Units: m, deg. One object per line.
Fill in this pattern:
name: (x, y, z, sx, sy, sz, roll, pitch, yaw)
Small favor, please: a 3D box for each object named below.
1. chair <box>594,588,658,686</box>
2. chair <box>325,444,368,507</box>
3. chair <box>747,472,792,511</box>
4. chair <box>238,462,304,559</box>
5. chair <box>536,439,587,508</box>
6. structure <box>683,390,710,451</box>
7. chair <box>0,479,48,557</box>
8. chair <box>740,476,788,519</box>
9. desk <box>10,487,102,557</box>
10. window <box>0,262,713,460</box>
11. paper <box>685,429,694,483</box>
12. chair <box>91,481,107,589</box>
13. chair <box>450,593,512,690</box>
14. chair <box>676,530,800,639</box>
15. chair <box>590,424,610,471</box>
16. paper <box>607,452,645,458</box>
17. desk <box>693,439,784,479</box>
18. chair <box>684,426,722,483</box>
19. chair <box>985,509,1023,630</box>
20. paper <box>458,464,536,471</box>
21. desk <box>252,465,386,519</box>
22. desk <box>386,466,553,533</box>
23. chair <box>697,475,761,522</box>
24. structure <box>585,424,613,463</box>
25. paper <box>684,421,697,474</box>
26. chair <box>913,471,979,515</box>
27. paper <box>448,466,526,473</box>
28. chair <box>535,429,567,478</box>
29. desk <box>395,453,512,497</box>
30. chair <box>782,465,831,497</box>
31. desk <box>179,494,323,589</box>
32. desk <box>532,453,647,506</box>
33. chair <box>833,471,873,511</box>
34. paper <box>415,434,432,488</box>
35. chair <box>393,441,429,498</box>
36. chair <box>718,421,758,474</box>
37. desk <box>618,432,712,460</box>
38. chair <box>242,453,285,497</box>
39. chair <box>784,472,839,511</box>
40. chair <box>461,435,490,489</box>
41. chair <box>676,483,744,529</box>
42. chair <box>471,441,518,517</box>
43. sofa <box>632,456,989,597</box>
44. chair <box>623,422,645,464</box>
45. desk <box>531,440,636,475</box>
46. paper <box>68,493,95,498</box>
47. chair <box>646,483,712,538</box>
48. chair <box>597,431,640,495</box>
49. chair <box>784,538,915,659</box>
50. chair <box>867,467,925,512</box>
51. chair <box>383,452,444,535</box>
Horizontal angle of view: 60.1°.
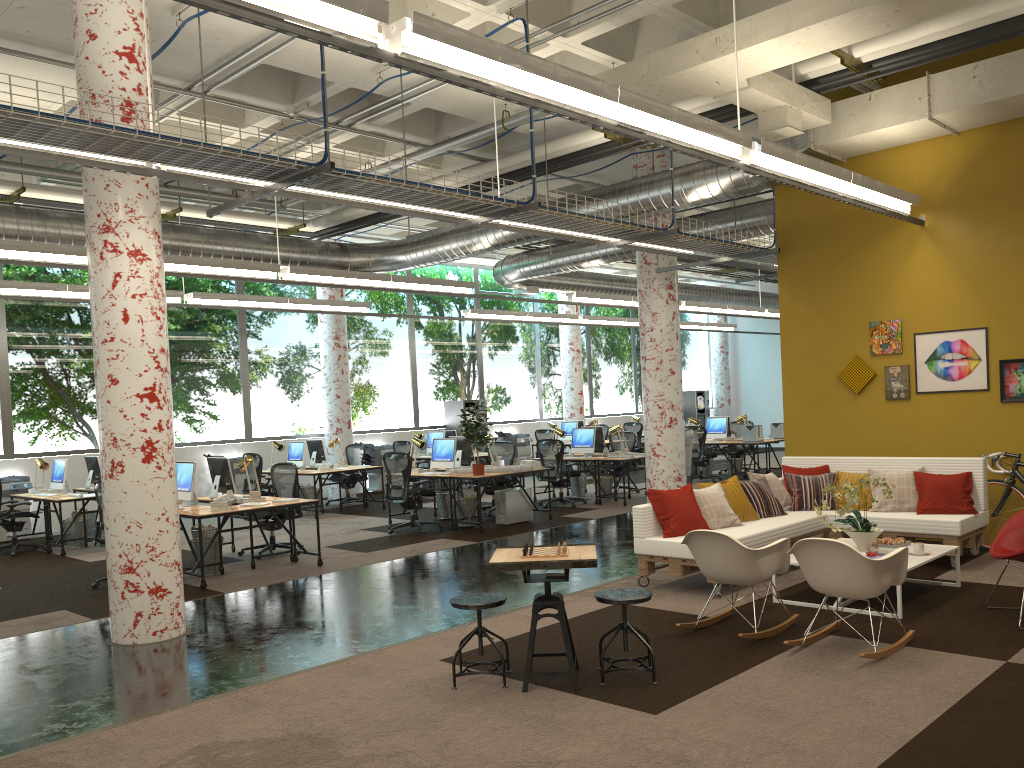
chair: (0.674, 1.492, 5.267, 0.346, 0.498, 0.337, -3, 1, 4)
chair: (-2.958, 1.637, 16.027, 0.771, 1.087, 0.791, -2, 1, 28)
chair: (2.630, 1.089, 8.950, 0.544, 0.438, 0.335, -3, 0, -41)
chair: (-2.877, 1.504, 10.661, 0.771, 1.087, 0.791, -2, 1, 28)
chair: (0.744, 1.411, 14.254, 0.771, 1.087, 0.791, -2, 1, 28)
structure: (5.503, 1.108, 26.601, 0.638, 1.813, 0.749, -2, 2, 44)
chair: (-6.725, 1.724, 11.890, 0.771, 1.087, 0.791, -2, 1, 28)
chair: (2.394, 1.123, 8.607, 0.522, 0.408, 0.341, -3, 0, -30)
desk: (-5.955, 1.877, 12.428, 1.943, 0.725, 1.399, -4, -1, 44)
window: (-2.875, -0.850, 18.529, 0.050, 3.767, 26.160, -1, 0, 44)
paper: (2.691, 1.254, 14.209, 0.441, 1.200, 0.411, -2, 1, 22)
chair: (-4.009, 1.526, 9.232, 0.771, 1.087, 0.791, -2, 1, 28)
chair: (-0.191, 1.537, 5.332, 0.346, 0.498, 0.337, -3, 1, 4)
chair: (1.567, 1.345, 6.176, 0.615, 0.754, 0.792, -2, 0, 44)
chair: (1.992, 1.514, 21.115, 0.771, 1.087, 0.791, -2, 1, 28)
paper: (1.894, 1.145, 14.222, 0.568, 0.061, 0.625, -4, -2, 42)
desk: (4.355, 1.489, 17.571, 1.943, 0.725, 1.399, -4, -1, 44)
chair: (3.586, 1.337, 17.033, 0.771, 1.087, 0.791, -2, 1, 28)
chair: (3.639, 1.206, 6.083, 0.637, 0.813, 0.833, -3, 0, 18)
paper: (-0.239, 1.159, 12.114, 1.134, 0.082, 0.083, -3, 0, 9)
desk: (-3.320, 1.811, 15.136, 1.943, 0.725, 1.399, -4, -1, 44)
desk: (-0.621, 1.592, 12.502, 1.943, 0.725, 1.399, -4, -1, 44)
chair: (2.042, 1.101, 8.333, 0.545, 0.439, 0.316, -3, 0, -33)
structure: (2.358, 1.563, 23.362, 0.503, 1.059, 1.056, -2, 1, 44)
paper: (3.713, 1.312, 18.750, 0.441, 1.200, 0.411, -2, 1, 22)
chair: (4.015, 1.017, 8.213, 0.519, 0.395, 0.334, -3, 0, 22)
paper: (-0.356, 1.162, 11.994, 1.135, 0.082, 0.083, -3, 0, 19)
chair: (0.861, 1.536, 19.687, 0.771, 1.087, 0.791, -2, 1, 28)
desk: (-1.145, 1.757, 17.372, 1.943, 0.725, 1.399, -4, -1, 44)
chair: (3.081, 1.059, 9.211, 0.534, 0.437, 0.286, -3, 1, 17)
desk: (-3.239, 1.678, 9.770, 1.943, 0.725, 1.399, -4, -1, 44)
desk: (1.514, 1.563, 14.792, 1.943, 0.725, 1.399, -4, -1, 44)
chair: (3.414, 1.073, 8.793, 0.522, 0.382, 0.366, -3, 0, 41)
paper: (-1.787, 1.580, 18.551, 0.441, 1.200, 0.411, -2, 1, 22)
chair: (-1.914, 1.605, 16.834, 0.771, 1.087, 0.791, -2, 1, 28)
chair: (4.717, 1.315, 18.462, 0.771, 1.087, 0.791, -2, 1, 28)
desk: (3.892, 1.632, 22.549, 1.943, 0.725, 1.399, -4, -1, 44)
chair: (-4.090, 1.659, 14.598, 0.771, 1.087, 0.791, -2, 1, 28)
chair: (3.029, 1.094, 8.921, 0.517, 0.393, 0.357, -3, 0, 13)
chair: (-0.783, 1.583, 18.263, 0.771, 1.087, 0.791, -2, 1, 28)
chair: (1.799, 1.124, 8.039, 0.524, 0.401, 0.332, -3, 0, -27)
chair: (-0.259, 1.418, 13.393, 0.771, 1.087, 0.791, -2, 1, 28)
sofa: (2.754, 1.224, 7.969, 2.020, 0.932, 2.851, -4, -1, 44)
chair: (3.123, 1.479, 22.011, 0.771, 1.087, 0.791, -2, 1, 28)
desk: (1.630, 1.688, 20.224, 1.943, 0.725, 1.399, -4, -1, 44)
paper: (-5.575, 1.458, 11.858, 0.568, 0.061, 0.625, -4, -2, 42)
chair: (1.452, 1.112, 7.748, 0.533, 0.445, 0.301, -3, 1, -29)
chair: (1.876, 1.389, 15.682, 0.771, 1.087, 0.791, -2, 1, 28)
chair: (2.136, 1.304, 5.621, 0.615, 0.754, 0.792, -2, 0, 44)
chair: (3.697, 1.020, 8.499, 0.526, 0.428, 0.311, -3, 1, 23)
chair: (-1.390, 1.440, 11.964, 0.771, 1.087, 0.791, -2, 1, 28)
